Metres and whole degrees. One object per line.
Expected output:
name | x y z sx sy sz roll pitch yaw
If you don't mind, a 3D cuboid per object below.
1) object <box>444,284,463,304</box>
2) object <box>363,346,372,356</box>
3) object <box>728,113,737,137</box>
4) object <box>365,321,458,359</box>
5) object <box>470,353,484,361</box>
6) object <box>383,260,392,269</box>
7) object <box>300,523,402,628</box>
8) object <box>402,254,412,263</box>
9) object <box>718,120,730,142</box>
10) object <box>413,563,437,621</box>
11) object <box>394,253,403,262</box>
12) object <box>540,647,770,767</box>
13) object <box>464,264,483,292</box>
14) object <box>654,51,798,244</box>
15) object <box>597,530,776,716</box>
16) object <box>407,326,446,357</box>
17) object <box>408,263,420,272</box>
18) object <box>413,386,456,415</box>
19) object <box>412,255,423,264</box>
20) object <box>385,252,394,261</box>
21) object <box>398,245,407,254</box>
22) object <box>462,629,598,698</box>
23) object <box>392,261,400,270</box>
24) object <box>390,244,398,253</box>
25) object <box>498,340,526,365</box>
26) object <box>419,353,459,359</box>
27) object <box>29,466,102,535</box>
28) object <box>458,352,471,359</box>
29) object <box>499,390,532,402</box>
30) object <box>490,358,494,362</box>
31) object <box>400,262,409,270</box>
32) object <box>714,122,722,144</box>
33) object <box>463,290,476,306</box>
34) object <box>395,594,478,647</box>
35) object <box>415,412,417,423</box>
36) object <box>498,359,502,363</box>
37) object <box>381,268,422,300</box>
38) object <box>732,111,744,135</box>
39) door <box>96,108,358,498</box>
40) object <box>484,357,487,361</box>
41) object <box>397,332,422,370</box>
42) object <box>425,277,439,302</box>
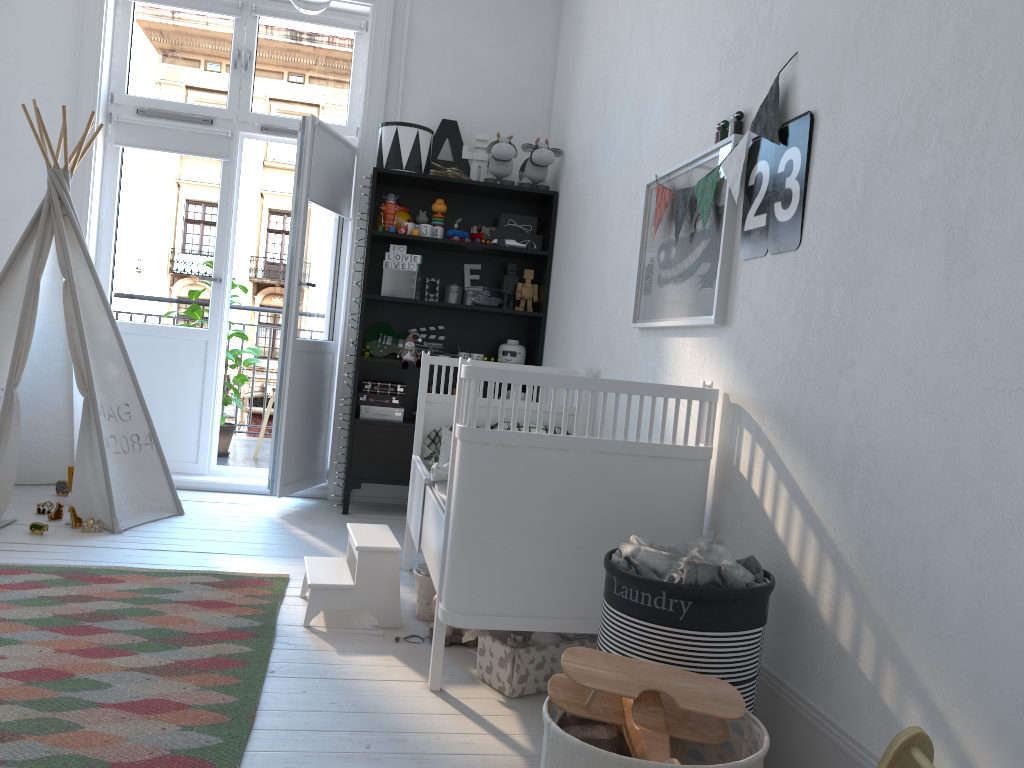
object | -0.304 -0.460 4.598 0.095 0.110 0.095 5 2 -6
object | -0.733 -0.167 4.485 0.042 0.054 0.031 6 2 0
object | 0.583 -0.677 2.324 0.025 0.064 0.025 5 2 -15
object | -0.493 -0.187 4.606 0.542 0.239 0.093 5 2 -10
object | -0.177 -0.119 4.480 0.067 0.067 0.067 6 2 4
object | -0.609 -0.584 4.359 0.040 0.040 0.040 6 2 4
object | -0.501 0.591 2.777 0.288 0.246 0.332 5 2 -15
object | -0.509 -0.615 4.350 0.040 0.040 0.040 6 2 19
object | 0.572 -0.680 2.393 0.025 0.064 0.025 5 2 -12
object | -0.216 0.666 2.863 0.215 0.148 0.240 5 2 -4
object | -0.555 -0.619 4.354 0.040 0.040 0.040 6 2 9
object | 0.229 0.649 1.493 0.378 0.367 0.379 4 3 -41
object | -0.203 -0.557 4.654 0.107 0.151 0.055 5 2 -11
object | 0.546 -0.604 2.472 0.058 0.415 0.904 5 2 -11
object | 0.345 0.568 1.841 0.345 0.513 0.346 5 2 -20
object | -0.445 -0.213 4.586 0.201 0.199 0.048 5 2 -11
object | -0.481 -0.571 4.349 0.040 0.040 0.040 6 2 19
object | -0.334 0.111 4.591 0.337 0.186 0.111 6 2 4
object | -0.465 -0.610 4.347 0.040 0.040 0.040 6 2 14
object | -0.600 -0.624 4.357 0.040 0.040 0.040 6 2 -1
object | -0.537 -0.658 4.351 0.040 0.040 0.040 6 2 -1
object | 0.070 0.702 2.340 0.360 0.163 0.242 4 2 -35
object | -0.570 -0.580 4.364 0.040 0.040 0.040 5 2 -6
object | -0.579 -0.662 4.354 0.040 0.040 0.040 5 2 -6
object | -0.001 -0.146 4.562 0.139 0.162 0.139 4 3 -36
object | -0.361 -0.126 4.454 0.230 0.048 0.098 6 2 14
object | -1.788 0.413 3.762 0.385 0.284 0.856 5 2 -19
object | -0.244 -0.127 4.515 0.067 0.067 0.067 6 2 4
object | 0.010 0.136 4.566 0.132 0.199 0.267 5 2 -11
object | -0.101 -0.105 4.494 0.042 0.054 0.031 5 2 -10
object | -0.527 -0.576 4.353 0.040 0.040 0.040 6 2 4
object | 0.568 -0.682 2.420 0.025 0.064 0.025 5 2 -15
object | -0.194 -0.439 4.534 0.078 0.091 0.246 5 2 -16
object | -0.210 0.673 2.589 0.254 0.152 0.125 5 2 -11
object | -0.459 0.169 4.436 0.050 0.050 0.050 5 2 -11
object | -0.066 -0.101 4.471 0.042 0.054 0.031 7 3 35
object | -0.548 -0.491 4.394 0.170 0.138 0.124 6 2 4
object | 0.588 -0.676 2.299 0.025 0.064 0.025 5 2 -17
door | -1.482 -0.418 4.399 1.264 1.839 0.636 5 2 -9
object | -0.133 -0.107 4.434 0.031 0.054 0.042 7 3 40
object | -0.491 -0.161 4.310 0.110 0.186 0.129 5 2 -23
object | -0.416 -0.483 4.611 0.070 0.135 0.028 5 2 -11
